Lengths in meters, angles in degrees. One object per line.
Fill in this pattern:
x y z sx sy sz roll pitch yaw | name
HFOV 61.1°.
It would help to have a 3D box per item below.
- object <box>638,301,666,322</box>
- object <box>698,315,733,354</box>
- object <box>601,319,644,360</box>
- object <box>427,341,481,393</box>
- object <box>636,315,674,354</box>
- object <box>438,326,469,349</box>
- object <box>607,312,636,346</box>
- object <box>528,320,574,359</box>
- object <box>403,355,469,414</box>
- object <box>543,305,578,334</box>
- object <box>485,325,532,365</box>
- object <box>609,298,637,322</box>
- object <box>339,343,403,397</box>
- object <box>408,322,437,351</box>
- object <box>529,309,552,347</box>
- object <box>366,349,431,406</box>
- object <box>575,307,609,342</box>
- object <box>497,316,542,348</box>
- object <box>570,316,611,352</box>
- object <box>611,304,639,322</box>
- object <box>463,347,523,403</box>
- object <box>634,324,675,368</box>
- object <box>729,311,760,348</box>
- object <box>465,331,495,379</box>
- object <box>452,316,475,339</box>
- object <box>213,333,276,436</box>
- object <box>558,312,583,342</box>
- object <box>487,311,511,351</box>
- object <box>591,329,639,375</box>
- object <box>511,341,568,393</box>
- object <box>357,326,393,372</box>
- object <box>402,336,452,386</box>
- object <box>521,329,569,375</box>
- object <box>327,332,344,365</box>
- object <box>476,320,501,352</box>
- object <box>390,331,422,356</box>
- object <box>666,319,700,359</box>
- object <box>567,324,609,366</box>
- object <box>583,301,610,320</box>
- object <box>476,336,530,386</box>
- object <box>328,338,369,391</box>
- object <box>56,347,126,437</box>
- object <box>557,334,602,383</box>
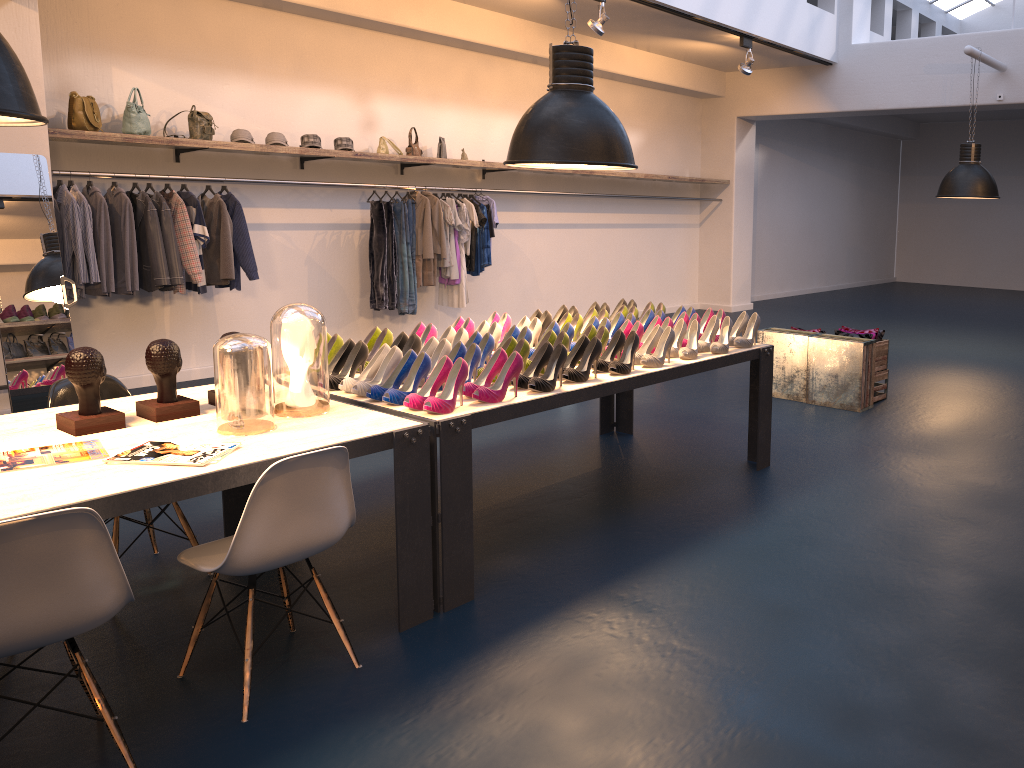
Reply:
0.869 -0.417 5.517 0.187 0.193 0.262 8 12 34 | object
1.142 -0.281 4.898 0.187 0.193 0.262 7 12 33 | object
0.578 -0.235 4.604 0.264 0.193 0.186 -8 13 -40 | object
-0.250 -0.074 3.726 0.187 0.193 0.262 7 12 33 | object
0.777 -0.272 4.808 0.264 0.193 0.186 -9 14 -43 | object
-0.333 -0.172 4.189 0.187 0.193 0.263 8 13 37 | object
0.592 -0.305 4.942 0.186 0.193 0.263 9 13 39 | object
0.189 -0.219 4.477 0.192 0.193 0.264 9 13 40 | object
-0.290 0.000 3.366 0.187 0.193 0.263 8 12 35 | object
0.281 -0.372 5.226 0.186 0.193 0.264 9 13 41 | object
-0.022 -0.185 4.287 0.186 0.193 0.264 9 13 41 | object
0.700 -0.453 5.668 0.186 0.193 0.264 9 13 41 | object
-0.585 -0.060 3.618 0.264 0.193 0.186 -8 13 -42 | object
-0.498 -0.201 4.307 0.186 0.193 0.264 9 13 41 | object
0.104 -0.323 4.969 0.264 0.193 0.186 -8 13 -40 | object
-0.452 -0.030 3.490 0.186 0.193 0.264 9 13 41 | object
0.457 -0.344 5.115 0.187 0.193 0.263 8 13 37 | object
0.038 -0.256 4.641 0.186 0.193 0.264 9 13 41 | object
0.421 -0.262 4.716 0.186 0.193 0.264 9 13 41 | object
0.658 -0.380 5.310 0.186 0.193 0.264 9 13 41 | object
-0.085 -0.038 3.575 0.263 0.193 0.191 -7 12 -37 | object
0.712 -0.197 4.436 0.264 0.193 0.186 -8 13 -40 | object
1.351 -0.323 5.126 0.264 0.193 0.186 -9 14 -42 | object
-0.204 -0.139 4.046 0.186 0.193 0.264 9 13 41 | object
-0.323 -0.249 4.562 0.264 0.193 0.186 -8 13 -41 | object
-0.918 -0.007 2.974 0.200 0.332 0.173 -5 10 -30 | object
0.281 -0.296 4.862 0.186 0.193 0.264 9 13 41 | object
-0.124 -0.293 4.796 0.186 0.193 0.263 8 13 37 | object
0.507 -0.158 4.224 0.187 0.193 0.263 8 13 37 | object
0.122 -0.078 3.791 0.186 0.193 0.264 9 13 41 | object
-0.692 -0.165 4.110 0.186 0.193 0.264 9 13 41 | object
-0.393 -0.102 3.844 0.186 0.193 0.264 9 13 41 | object
0.155 -0.153 4.158 0.186 0.193 0.264 9 13 41 | object
-0.886 -0.125 3.892 0.186 0.193 0.264 9 13 41 | object
-0.178 -0.218 4.426 0.186 0.193 0.264 9 13 41 | object
-0.540 -0.131 3.963 0.186 0.193 0.263 9 13 39 | object
0.921 -0.244 4.692 0.189 0.193 0.260 6 11 28 | object
0.373 -0.194 4.384 0.186 0.193 0.264 9 13 41 | object
0.496 -0.411 5.441 0.186 0.193 0.264 9 13 41 | object
-0.043 -0.107 3.909 0.186 0.193 0.264 10 14 44 | object
-0.746 -0.086 3.723 0.186 0.193 0.264 9 13 41 | object
-1.433 0.012 2.937 0.142 0.282 0.167 8 11 40 | object
0.294 -0.120 4.017 0.264 0.193 0.186 -8 13 -40 | object
